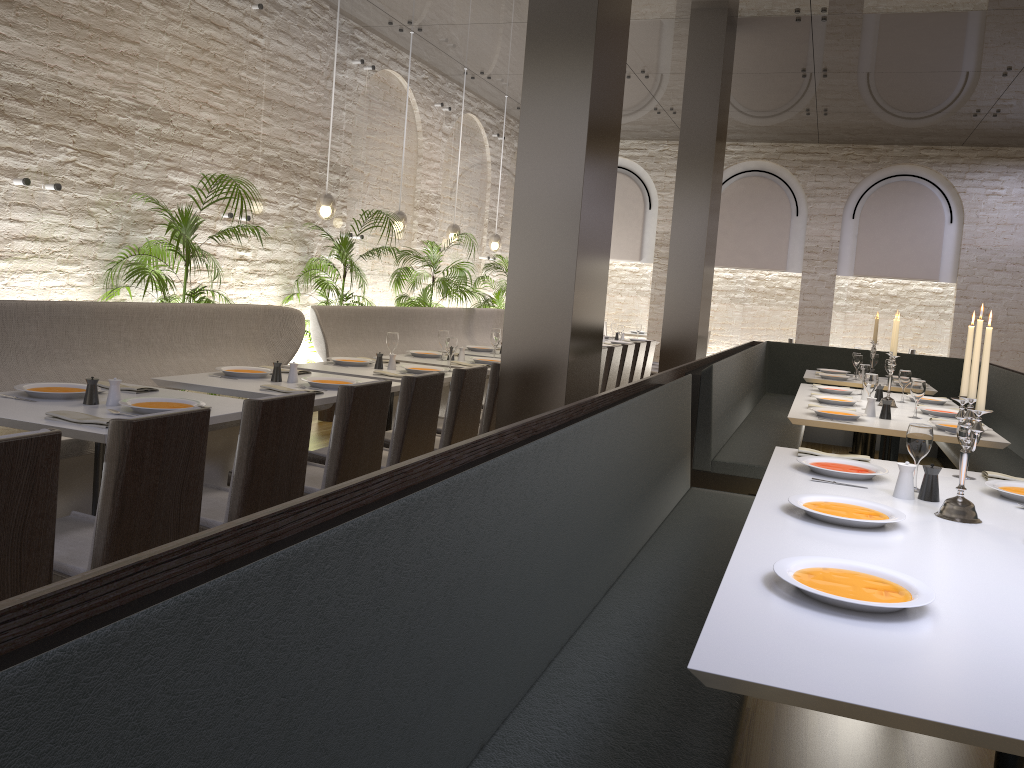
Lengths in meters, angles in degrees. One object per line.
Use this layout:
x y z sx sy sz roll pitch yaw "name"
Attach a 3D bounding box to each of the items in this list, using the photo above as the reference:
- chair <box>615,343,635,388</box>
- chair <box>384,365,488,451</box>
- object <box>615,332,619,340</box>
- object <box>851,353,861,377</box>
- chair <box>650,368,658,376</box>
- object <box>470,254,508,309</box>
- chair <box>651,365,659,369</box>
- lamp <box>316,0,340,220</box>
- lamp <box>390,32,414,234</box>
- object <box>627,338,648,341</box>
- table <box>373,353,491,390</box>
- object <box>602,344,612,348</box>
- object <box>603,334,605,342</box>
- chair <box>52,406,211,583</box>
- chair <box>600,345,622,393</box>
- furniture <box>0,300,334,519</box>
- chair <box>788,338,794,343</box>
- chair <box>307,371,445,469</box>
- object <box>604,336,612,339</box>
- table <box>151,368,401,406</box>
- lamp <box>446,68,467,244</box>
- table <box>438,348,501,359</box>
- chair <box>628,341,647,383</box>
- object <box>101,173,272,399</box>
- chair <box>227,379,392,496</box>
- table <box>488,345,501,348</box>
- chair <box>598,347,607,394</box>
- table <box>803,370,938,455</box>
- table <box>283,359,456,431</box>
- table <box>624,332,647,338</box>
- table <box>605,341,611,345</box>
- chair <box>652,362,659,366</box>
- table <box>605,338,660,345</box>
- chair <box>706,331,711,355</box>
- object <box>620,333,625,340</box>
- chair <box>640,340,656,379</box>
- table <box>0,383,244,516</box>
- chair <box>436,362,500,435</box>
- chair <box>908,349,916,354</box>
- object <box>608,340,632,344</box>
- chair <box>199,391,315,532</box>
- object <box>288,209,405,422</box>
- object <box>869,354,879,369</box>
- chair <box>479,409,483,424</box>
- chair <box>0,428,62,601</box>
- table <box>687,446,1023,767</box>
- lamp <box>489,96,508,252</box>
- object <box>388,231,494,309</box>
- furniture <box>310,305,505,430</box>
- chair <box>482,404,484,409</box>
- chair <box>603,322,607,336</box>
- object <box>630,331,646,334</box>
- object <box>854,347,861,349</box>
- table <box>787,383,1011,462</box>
0.868 0.030 8.716 0.566 0.903 0.412 6 4 19 "chair"
-0.482 0.329 4.941 0.566 0.903 0.412 6 4 19 "chair"
1.447 -0.663 12.205 0.059 0.109 0.059 2 5 -35 "object"
3.329 -0.185 8.581 0.086 0.230 0.086 2 5 -35 "object"
1.728 -0.160 11.122 0.566 0.903 0.412 6 4 19 "chair"
-0.058 -0.956 12.316 1.145 1.969 1.192 5 4 0 "object"
1.917 -0.202 11.649 0.566 0.903 0.412 6 4 19 "chair"
-1.567 -2.456 7.749 0.178 2.035 0.178 8 5 40 "lamp"
-1.095 -2.561 9.069 0.178 2.035 0.178 5 4 4 "lamp"
1.741 -0.597 12.172 0.321 0.036 0.323 1 7 -33 "object"
-0.455 0.190 6.929 0.937 0.758 1.012 6 6 19 "table"
0.986 -0.430 10.061 0.321 0.036 0.323 1 7 -33 "object"
1.144 -0.574 11.151 0.059 0.109 0.059 2 5 -35 "object"
-1.280 0.505 2.710 0.566 0.903 0.412 6 4 19 "chair"
0.676 0.072 8.181 0.566 0.903 0.412 6 4 19 "chair"
-2.179 0.168 4.290 0.710 1.094 4.484 6 6 19 "furniture"
4.674 -0.256 14.187 0.566 0.903 0.412 6 4 19 "chair"
-0.682 0.373 4.382 0.566 0.903 0.412 6 4 19 "chair"
1.237 -0.656 12.353 0.321 0.036 0.323 1 7 -33 "object"
-1.227 0.361 4.768 0.937 0.758 1.012 6 6 19 "table"
-0.619 -2.666 10.402 0.177 2.035 0.178 4 4 -2 "lamp"
-0.064 0.103 8.023 0.937 0.758 1.012 6 6 19 "table"
1.066 -0.014 9.271 0.566 0.903 0.412 6 4 19 "chair"
-2.287 -0.468 6.122 1.188 1.969 1.149 1 6 -40 "object"
-0.872 0.415 3.849 0.566 0.903 0.412 6 4 19 "chair"
0.330 0.016 9.125 0.937 0.758 1.012 6 6 19 "table"
0.477 0.116 7.624 0.566 0.903 0.412 6 4 19 "chair"
3.295 0.336 8.338 1.102 0.758 1.190 6 6 19 "table"
-0.846 0.276 5.834 0.937 0.758 1.012 6 6 19 "table"
2.364 -0.455 15.013 0.937 0.758 1.012 6 6 19 "table"
1.078 -0.149 11.215 0.937 0.758 1.012 6 6 19 "table"
2.111 -0.245 12.193 0.566 0.903 0.412 6 4 19 "chair"
1.462 -0.234 12.288 0.937 0.758 1.012 6 6 19 "table"
2.981 -0.455 14.786 0.566 0.903 0.412 6 4 19 "chair"
1.528 -0.659 12.224 0.059 0.109 0.059 2 5 -35 "object"
1.254 -0.055 9.795 0.566 0.903 0.412 6 4 19 "chair"
-1.648 0.454 3.591 0.937 0.758 1.012 6 6 19 "table"
-0.291 0.286 5.474 0.566 0.903 0.412 6 4 19 "chair"
5.905 -0.112 13.752 0.566 0.903 0.412 6 4 19 "chair"
1.357 -0.512 11.099 0.321 0.036 0.323 1 7 -33 "object"
-1.080 0.461 3.269 0.566 0.903 0.412 6 4 19 "chair"
-1.576 -0.625 8.110 1.188 1.969 1.149 1 6 -40 "object"
3.549 -0.180 8.702 0.086 0.230 0.086 4 4 -11 "object"
-0.101 0.244 6.006 0.566 0.903 0.412 6 4 19 "chair"
-1.470 0.547 2.177 0.566 0.903 0.412 6 4 19 "chair"
1.195 0.800 2.465 1.102 0.757 2.543 6 6 19 "table"
-0.152 -2.769 11.707 0.177 2.035 0.178 4 4 -2 "lamp"
-0.902 -0.775 10.003 1.144 1.969 1.192 2 5 -30 "object"
-0.618 -0.178 8.656 0.710 1.094 4.484 6 6 19 "furniture"
0.099 0.200 6.565 0.566 0.903 0.412 6 4 19 "chair"
1.750 -0.599 15.222 0.566 0.903 0.412 6 4 19 "chair"
2.140 -0.877 15.077 0.321 0.036 0.323 0 7 -35 "object"
3.963 -0.307 10.184 0.086 0.230 0.087 1 5 -41 "object"
2.435 0.526 5.932 1.102 0.757 2.543 6 6 19 "table"
